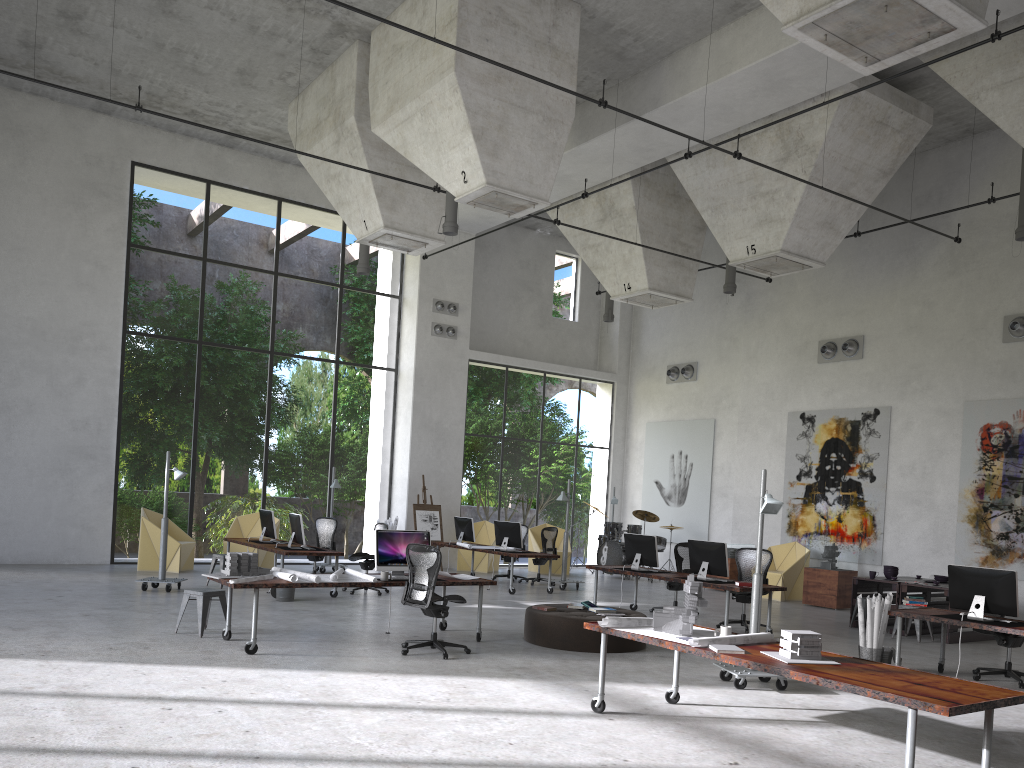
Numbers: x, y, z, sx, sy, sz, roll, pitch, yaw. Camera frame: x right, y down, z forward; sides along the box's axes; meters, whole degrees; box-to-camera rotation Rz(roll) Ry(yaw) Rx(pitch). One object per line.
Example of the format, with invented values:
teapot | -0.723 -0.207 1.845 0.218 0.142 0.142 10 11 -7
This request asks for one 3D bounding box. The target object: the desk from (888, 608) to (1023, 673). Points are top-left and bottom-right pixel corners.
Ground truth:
desk | 5.347 2.787 8.654 0.969 0.722 3.135 6 -7 -34

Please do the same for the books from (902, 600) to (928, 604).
books | 5.813 3.145 12.675 0.284 0.033 0.199 4 -7 -3

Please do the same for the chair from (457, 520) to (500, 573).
chair | -0.762 3.718 20.159 0.978 1.168 0.940 3 -3 14

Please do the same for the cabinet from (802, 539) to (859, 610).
cabinet | 5.973 3.565 16.467 0.597 1.254 0.742 4 -2 -34

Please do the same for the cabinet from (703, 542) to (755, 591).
cabinet | 4.607 3.895 18.697 0.747 1.012 0.734 5 -3 -34

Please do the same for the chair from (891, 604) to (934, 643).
chair | 5.788 3.441 12.662 0.439 0.489 0.419 6 -4 -39

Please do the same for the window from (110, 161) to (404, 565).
window | -5.138 -0.039 18.702 5.990 7.845 0.067 5 0 -34

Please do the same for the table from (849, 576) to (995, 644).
table | 6.372 3.439 13.522 1.514 0.794 1.603 7 -7 -34

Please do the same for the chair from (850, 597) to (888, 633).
chair | 5.474 3.524 13.438 0.420 0.489 0.439 3 -3 1

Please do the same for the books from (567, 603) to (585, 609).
books | 0.813 2.789 11.039 0.197 0.035 0.287 2 -7 12

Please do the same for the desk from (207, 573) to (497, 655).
desk | -1.757 2.561 9.976 3.146 0.723 0.974 8 -6 -34

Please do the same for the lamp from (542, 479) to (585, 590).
lamp | 1.058 2.930 17.149 0.598 2.152 0.577 3 0 -34

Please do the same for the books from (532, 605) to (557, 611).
books | 0.397 2.730 10.699 0.176 0.032 0.254 10 -10 -43

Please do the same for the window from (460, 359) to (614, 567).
window | 0.687 2.125 21.910 4.585 4.889 0.020 5 -1 -34

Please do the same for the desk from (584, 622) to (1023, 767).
desk | 1.845 2.288 6.309 0.979 0.722 3.133 6 -7 -34

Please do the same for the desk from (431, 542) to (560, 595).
desk | -0.404 3.550 17.045 0.979 0.722 3.133 6 -7 -34

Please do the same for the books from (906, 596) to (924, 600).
books | 5.817 3.084 12.676 0.204 0.025 0.145 2 -7 12

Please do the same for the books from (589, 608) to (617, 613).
books | 1.111 2.771 10.765 0.285 0.033 0.198 6 -8 -21

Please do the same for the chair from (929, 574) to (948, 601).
chair | 7.117 3.621 14.691 0.692 0.818 0.777 1 -4 41

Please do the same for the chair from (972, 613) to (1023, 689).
chair | 5.548 2.709 9.756 0.791 1.184 0.775 1 -3 45

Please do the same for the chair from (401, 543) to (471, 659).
chair | -0.855 2.325 9.550 0.768 1.184 0.797 2 -2 30

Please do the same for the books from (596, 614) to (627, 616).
books | 1.189 2.750 10.469 0.301 0.031 0.220 6 -8 -19

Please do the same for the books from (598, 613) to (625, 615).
books | 1.190 2.746 10.495 0.301 0.040 0.221 3 -7 1

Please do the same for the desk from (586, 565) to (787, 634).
desk | 2.417 3.172 12.896 0.979 0.722 3.133 6 -7 -34

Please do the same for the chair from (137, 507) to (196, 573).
chair | -6.506 2.917 16.440 0.934 1.168 0.984 3 -3 1

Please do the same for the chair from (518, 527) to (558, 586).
chair | 0.557 3.474 17.835 0.791 1.184 0.774 3 -2 20

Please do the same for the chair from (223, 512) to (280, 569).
chair | -5.271 3.156 17.761 0.978 1.168 0.939 3 -3 11

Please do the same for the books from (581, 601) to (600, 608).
books | 0.984 2.776 10.996 0.204 0.103 0.145 -2 -7 41

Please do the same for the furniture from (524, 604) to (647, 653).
furniture | 0.905 2.993 10.817 1.516 0.427 1.511 7 -8 -32

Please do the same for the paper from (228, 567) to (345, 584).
paper | -2.300 2.084 9.581 0.891 0.103 1.946 3 -7 5

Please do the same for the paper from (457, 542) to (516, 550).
paper | -0.514 3.166 17.230 1.079 0.105 0.979 6 -8 -24

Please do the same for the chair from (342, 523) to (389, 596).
chair | -2.386 2.900 14.661 0.769 1.184 0.797 1 -3 45

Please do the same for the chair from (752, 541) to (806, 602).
chair | 5.383 3.727 17.579 0.939 1.168 0.979 5 -3 -36

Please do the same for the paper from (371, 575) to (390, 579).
paper | -1.498 2.251 10.259 0.486 0.001 0.430 6 -8 -24

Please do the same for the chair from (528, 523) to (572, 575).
chair | 0.896 3.872 20.638 0.981 1.168 0.936 4 -3 -15

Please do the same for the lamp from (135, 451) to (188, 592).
lamp | -5.343 2.106 13.522 0.596 2.152 0.579 3 0 -2

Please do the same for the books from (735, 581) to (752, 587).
books | 3.138 2.672 11.718 0.285 0.052 0.204 3 -7 -2

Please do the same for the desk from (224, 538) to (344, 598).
desk | -3.907 3.052 14.701 0.969 0.722 3.135 6 -7 -34

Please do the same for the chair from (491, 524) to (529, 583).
chair | -0.001 3.495 18.238 0.770 1.184 0.796 3 -2 5

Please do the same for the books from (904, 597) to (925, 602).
books | 5.811 3.113 12.678 0.254 0.032 0.176 1 -7 17

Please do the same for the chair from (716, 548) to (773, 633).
chair | 3.435 2.985 12.803 0.768 1.184 0.797 2 -2 25

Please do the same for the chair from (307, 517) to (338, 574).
chair | -3.503 2.986 15.812 0.769 1.184 0.797 3 -2 20

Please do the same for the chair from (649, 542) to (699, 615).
chair | 2.621 3.099 14.041 0.790 1.184 0.775 2 -2 40

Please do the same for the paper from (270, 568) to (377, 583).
paper | -2.088 2.107 9.690 1.082 0.105 0.977 8 -9 -34

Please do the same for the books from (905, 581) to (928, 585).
books | 6.024 2.955 13.090 0.304 0.030 0.225 0 -8 23

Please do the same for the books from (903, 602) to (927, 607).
books | 5.811 3.179 12.675 0.284 0.035 0.199 2 -7 12

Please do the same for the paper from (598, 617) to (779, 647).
paper | 1.386 1.951 6.976 0.982 0.105 1.076 9 -9 -39

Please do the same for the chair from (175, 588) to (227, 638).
chair | -3.476 2.569 9.911 0.419 0.489 0.440 2 -3 29
